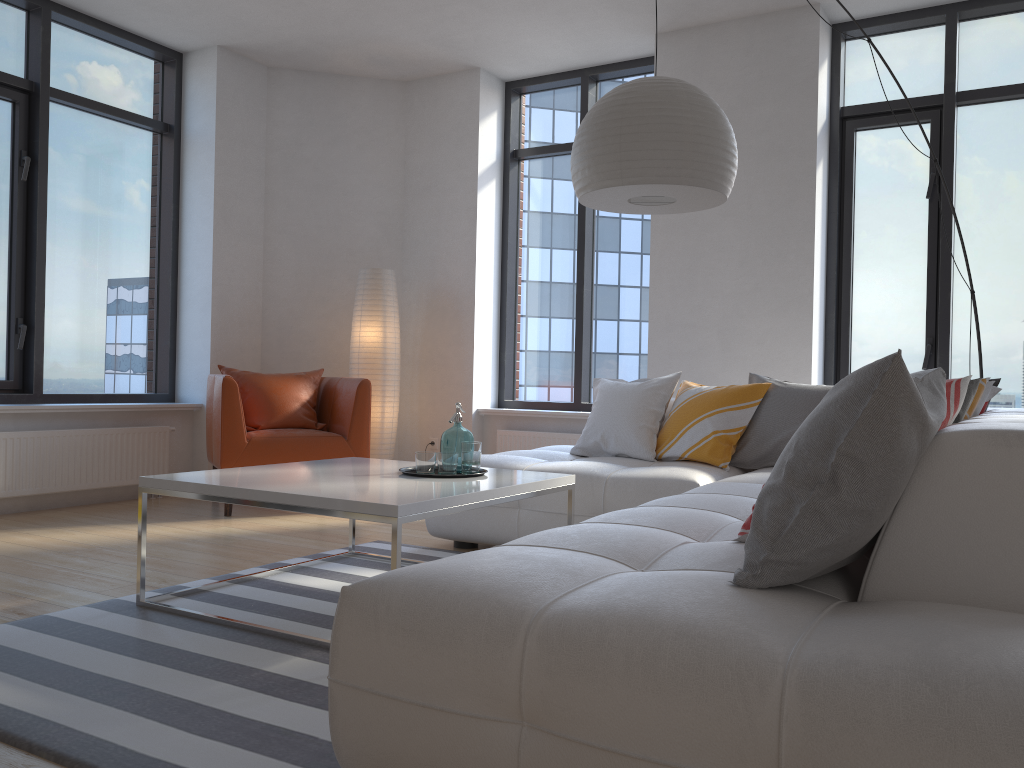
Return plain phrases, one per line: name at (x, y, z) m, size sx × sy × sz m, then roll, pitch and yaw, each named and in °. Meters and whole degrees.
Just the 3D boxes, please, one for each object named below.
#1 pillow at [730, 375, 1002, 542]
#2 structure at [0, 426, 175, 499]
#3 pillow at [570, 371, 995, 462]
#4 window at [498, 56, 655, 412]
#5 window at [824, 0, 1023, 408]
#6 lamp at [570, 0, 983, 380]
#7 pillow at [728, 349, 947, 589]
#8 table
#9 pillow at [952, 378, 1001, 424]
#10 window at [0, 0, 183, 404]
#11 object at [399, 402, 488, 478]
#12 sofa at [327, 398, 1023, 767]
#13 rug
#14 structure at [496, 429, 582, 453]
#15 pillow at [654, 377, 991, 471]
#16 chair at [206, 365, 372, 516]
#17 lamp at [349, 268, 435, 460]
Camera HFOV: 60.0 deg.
pillow at (1.229, 0.204, 2.793) m, size 0.575 × 0.449 × 2.250 m, roll 1°, pitch 0°, yaw 28°
structure at (-2.591, 0.493, 5.159) m, size 0.110 × 0.460 × 1.474 m, roll 1°, pitch 0°, yaw 30°
pillow at (0.912, 0.167, 3.821) m, size 0.580 × 0.456 × 2.156 m, roll 1°, pitch 0°, yaw -34°
window at (0.526, -1.008, 6.269) m, size 1.310 × 2.402 × 0.170 m, roll 1°, pitch 0°, yaw 30°
window at (2.510, -0.961, 5.105) m, size 1.310 × 2.402 × 0.170 m, roll 1°, pitch 0°, yaw 30°
lamp at (1.675, -0.502, 3.802) m, size 3.199 × 2.647 × 0.710 m, roll 1°, pitch 0°, yaw -24°
pillow at (0.895, 0.166, 2.878) m, size 0.647 × 0.453 × 2.953 m, roll 1°, pitch 0°, yaw 18°
table at (-0.510, 0.544, 3.168) m, size 1.091 × 0.435 × 1.091 m, roll 1°, pitch 0°, yaw 30°
pillow at (1.388, 0.181, 3.079) m, size 0.608 × 0.436 × 2.120 m, roll 1°, pitch 0°, yaw 26°
window at (-2.855, -1.084, 5.297) m, size 0.170 × 2.402 × 1.960 m, roll 1°, pitch 0°, yaw 30°
object at (-0.251, 0.200, 3.291) m, size 0.330 × 0.265 × 0.330 m, roll 1°, pitch 0°, yaw -36°
sofa at (0.471, 0.429, 3.130) m, size 2.614 × 0.732 × 3.424 m, roll 1°, pitch 0°, yaw 30°
rug at (-0.528, 0.766, 2.905) m, size 1.662 × 0.016 × 2.326 m, roll 1°, pitch 0°, yaw 30°
structure at (0.349, 0.559, 5.971) m, size 1.015 × 0.460 × 0.110 m, roll 1°, pitch 0°, yaw 30°
pillow at (1.027, 0.188, 3.524) m, size 0.630 × 0.440 × 2.095 m, roll 1°, pitch 0°, yaw -13°
chair at (-1.424, 0.318, 5.499) m, size 0.896 × 0.858 × 0.843 m, roll 1°, pitch 0°, yaw -27°
lamp at (-0.724, -0.010, 6.126) m, size 0.804 × 1.550 × 0.502 m, roll 1°, pitch 0°, yaw -9°
